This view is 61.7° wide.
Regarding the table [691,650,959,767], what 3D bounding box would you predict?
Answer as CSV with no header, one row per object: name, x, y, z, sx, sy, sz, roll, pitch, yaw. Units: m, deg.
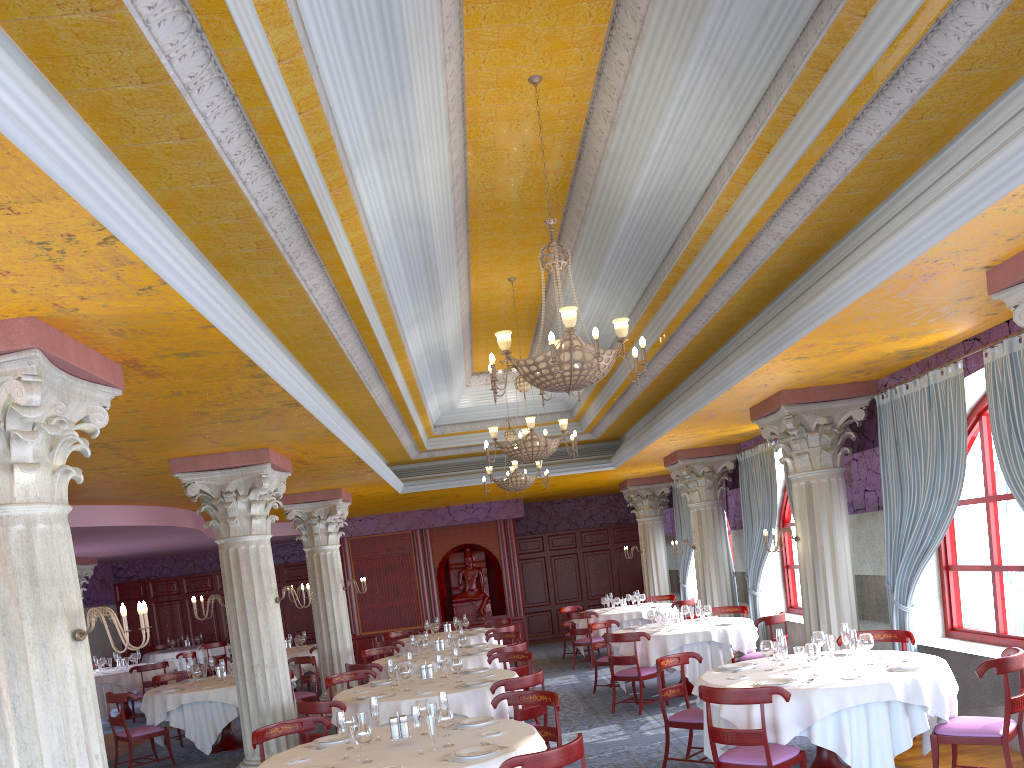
table,2.663,2.906,7.338,2.077,0.954,2.126,-6,-9,-2

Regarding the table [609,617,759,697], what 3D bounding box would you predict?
table,2.469,3.951,12.286,2.077,0.954,2.126,-6,-9,-2

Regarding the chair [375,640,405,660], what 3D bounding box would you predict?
chair,-1.946,4.921,14.724,0.760,1.097,0.636,-8,-1,42

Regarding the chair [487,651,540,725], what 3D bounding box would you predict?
chair,-0.045,3.752,10.144,0.760,1.097,0.636,-8,-1,42

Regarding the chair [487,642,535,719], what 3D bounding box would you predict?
chair,-0.097,4.032,11.469,0.656,1.097,0.737,-7,-1,42

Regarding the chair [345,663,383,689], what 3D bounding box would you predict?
chair,-1.816,4.222,11.414,0.760,1.097,0.636,-8,-1,42

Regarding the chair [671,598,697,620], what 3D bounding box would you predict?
chair,3.172,4.629,16.217,0.656,1.097,0.737,-7,-1,42

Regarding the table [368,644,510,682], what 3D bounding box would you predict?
table,-0.987,4.362,12.312,2.077,0.954,2.126,-6,-9,-2

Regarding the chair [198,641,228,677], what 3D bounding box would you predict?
chair,-7.092,6.683,20.330,0.656,1.097,0.737,-7,-1,42

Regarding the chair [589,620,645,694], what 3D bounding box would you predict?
chair,1.572,4.176,13.116,0.656,1.097,0.737,-7,-1,42

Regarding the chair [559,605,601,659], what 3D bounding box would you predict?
chair,1.385,5.184,17.890,0.656,1.097,0.737,-7,-1,42

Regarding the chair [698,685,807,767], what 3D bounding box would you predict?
chair,1.833,2.766,6.440,0.760,1.097,0.636,-8,-1,42

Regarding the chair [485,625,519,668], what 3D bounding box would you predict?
chair,-0.227,4.731,14.780,0.656,1.097,0.737,-7,-1,42

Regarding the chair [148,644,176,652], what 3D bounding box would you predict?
chair,-8.879,7.238,22.003,0.656,1.097,0.737,-7,-1,42

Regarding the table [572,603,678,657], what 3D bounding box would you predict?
table,2.282,4.959,17.060,2.077,0.954,2.126,-6,-9,-2

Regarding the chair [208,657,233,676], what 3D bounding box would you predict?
chair,-5.092,5.458,15.538,0.760,1.097,0.636,-8,-1,42

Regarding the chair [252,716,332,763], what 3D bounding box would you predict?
chair,-1.639,3.266,6.886,0.656,1.097,0.737,-7,-1,42

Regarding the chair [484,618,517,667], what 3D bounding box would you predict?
chair,-0.294,5.096,16.508,0.760,1.097,0.636,-8,-1,42

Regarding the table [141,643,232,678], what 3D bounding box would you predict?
table,-7.982,7.014,21.173,2.077,0.954,2.126,-6,-9,-2

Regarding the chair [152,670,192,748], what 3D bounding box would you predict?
chair,-4.993,4.925,13.012,0.656,1.097,0.737,-7,-1,42

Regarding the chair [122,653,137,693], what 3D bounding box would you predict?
chair,-8.811,6.873,20.275,0.760,1.097,0.636,-8,-1,42

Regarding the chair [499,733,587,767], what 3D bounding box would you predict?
chair,0.148,2.710,5.213,0.656,1.097,0.737,-7,-1,42

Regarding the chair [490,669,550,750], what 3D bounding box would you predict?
chair,0.023,3.387,8.416,0.656,1.097,0.737,-7,-1,42

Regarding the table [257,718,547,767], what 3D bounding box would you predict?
table,-0.742,3.041,6.056,2.077,0.954,2.126,-6,-9,-2

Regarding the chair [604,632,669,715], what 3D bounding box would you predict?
chair,1.640,3.811,11.388,0.760,1.097,0.636,-8,-1,42

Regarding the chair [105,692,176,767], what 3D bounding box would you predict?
chair,-4.925,4.560,11.284,0.760,1.097,0.636,-8,-1,42

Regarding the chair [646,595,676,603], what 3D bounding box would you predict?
chair,3.104,4.994,17.946,0.760,1.097,0.636,-8,-1,42

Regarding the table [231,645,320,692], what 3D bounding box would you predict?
table,-4.263,5.599,16.436,2.077,0.954,2.126,-6,-9,-2

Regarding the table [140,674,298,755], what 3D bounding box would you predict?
table,-4.096,4.700,12.182,2.077,0.954,2.126,-6,-9,-2

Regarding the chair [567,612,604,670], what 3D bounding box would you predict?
chair,1.453,4.819,16.162,0.760,1.097,0.636,-8,-1,42

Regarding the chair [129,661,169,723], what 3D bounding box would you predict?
chair,-6.697,5.713,15.859,0.656,1.097,0.737,-7,-1,42

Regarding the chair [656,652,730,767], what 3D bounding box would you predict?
chair,1.766,3.131,8.168,0.656,1.097,0.737,-7,-1,42

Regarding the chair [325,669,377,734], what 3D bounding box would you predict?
chair,-1.764,3.942,10.088,0.656,1.097,0.737,-7,-1,42

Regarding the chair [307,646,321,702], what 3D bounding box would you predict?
chair,-3.373,5.268,15.594,0.656,1.097,0.737,-7,-1,42

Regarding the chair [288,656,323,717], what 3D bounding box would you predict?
chair,-3.274,4.735,13.067,0.760,1.097,0.636,-8,-1,42

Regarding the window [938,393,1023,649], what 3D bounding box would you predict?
window,4.703,1.085,7.441,0.160,2.543,3.618,-7,-7,-4

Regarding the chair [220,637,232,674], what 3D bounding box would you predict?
chair,-7.160,7.048,22.059,0.760,1.097,0.636,-8,-1,42

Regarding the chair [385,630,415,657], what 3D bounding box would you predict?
chair,-2.014,5.286,16.453,0.656,1.097,0.737,-7,-1,42

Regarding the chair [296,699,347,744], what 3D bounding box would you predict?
chair,-1.697,3.577,8.360,0.760,1.097,0.636,-8,-1,42

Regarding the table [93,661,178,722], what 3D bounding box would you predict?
table,-7.587,6.044,16.701,2.077,0.954,2.126,-6,-9,-2

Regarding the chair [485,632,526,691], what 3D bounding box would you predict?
chair,-0.165,4.396,13.197,0.760,1.097,0.636,-8,-1,42

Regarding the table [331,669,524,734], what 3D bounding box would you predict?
table,-0.868,3.718,9.258,2.077,0.954,2.126,-6,-9,-2

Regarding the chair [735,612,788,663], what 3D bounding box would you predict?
chair,3.359,3.621,11.443,0.656,1.097,0.737,-7,-1,42

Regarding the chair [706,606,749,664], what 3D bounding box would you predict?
chair,3.291,3.985,13.171,0.760,1.097,0.636,-8,-1,42

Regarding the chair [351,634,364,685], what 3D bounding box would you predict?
chair,-3.440,5.633,17.322,0.760,1.097,0.636,-8,-1,42

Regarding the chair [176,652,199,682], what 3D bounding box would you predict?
chair,-6.765,6.078,17.587,0.760,1.097,0.636,-8,-1,42

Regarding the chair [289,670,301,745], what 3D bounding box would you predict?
chair,-3.206,4.370,11.339,0.656,1.097,0.737,-7,-1,42

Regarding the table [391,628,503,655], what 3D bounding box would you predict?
table,-1.117,5.061,15.623,2.077,0.954,2.126,-6,-9,-2

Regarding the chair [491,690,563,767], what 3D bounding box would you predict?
chair,0.080,3.075,6.941,0.760,1.097,0.636,-8,-1,42

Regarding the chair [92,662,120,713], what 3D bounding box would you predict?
chair,-8.484,6.268,17.531,0.656,1.097,0.737,-7,-1,42

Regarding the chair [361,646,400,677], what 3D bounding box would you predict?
chair,-1.884,4.587,13.142,0.656,1.097,0.737,-7,-1,42
